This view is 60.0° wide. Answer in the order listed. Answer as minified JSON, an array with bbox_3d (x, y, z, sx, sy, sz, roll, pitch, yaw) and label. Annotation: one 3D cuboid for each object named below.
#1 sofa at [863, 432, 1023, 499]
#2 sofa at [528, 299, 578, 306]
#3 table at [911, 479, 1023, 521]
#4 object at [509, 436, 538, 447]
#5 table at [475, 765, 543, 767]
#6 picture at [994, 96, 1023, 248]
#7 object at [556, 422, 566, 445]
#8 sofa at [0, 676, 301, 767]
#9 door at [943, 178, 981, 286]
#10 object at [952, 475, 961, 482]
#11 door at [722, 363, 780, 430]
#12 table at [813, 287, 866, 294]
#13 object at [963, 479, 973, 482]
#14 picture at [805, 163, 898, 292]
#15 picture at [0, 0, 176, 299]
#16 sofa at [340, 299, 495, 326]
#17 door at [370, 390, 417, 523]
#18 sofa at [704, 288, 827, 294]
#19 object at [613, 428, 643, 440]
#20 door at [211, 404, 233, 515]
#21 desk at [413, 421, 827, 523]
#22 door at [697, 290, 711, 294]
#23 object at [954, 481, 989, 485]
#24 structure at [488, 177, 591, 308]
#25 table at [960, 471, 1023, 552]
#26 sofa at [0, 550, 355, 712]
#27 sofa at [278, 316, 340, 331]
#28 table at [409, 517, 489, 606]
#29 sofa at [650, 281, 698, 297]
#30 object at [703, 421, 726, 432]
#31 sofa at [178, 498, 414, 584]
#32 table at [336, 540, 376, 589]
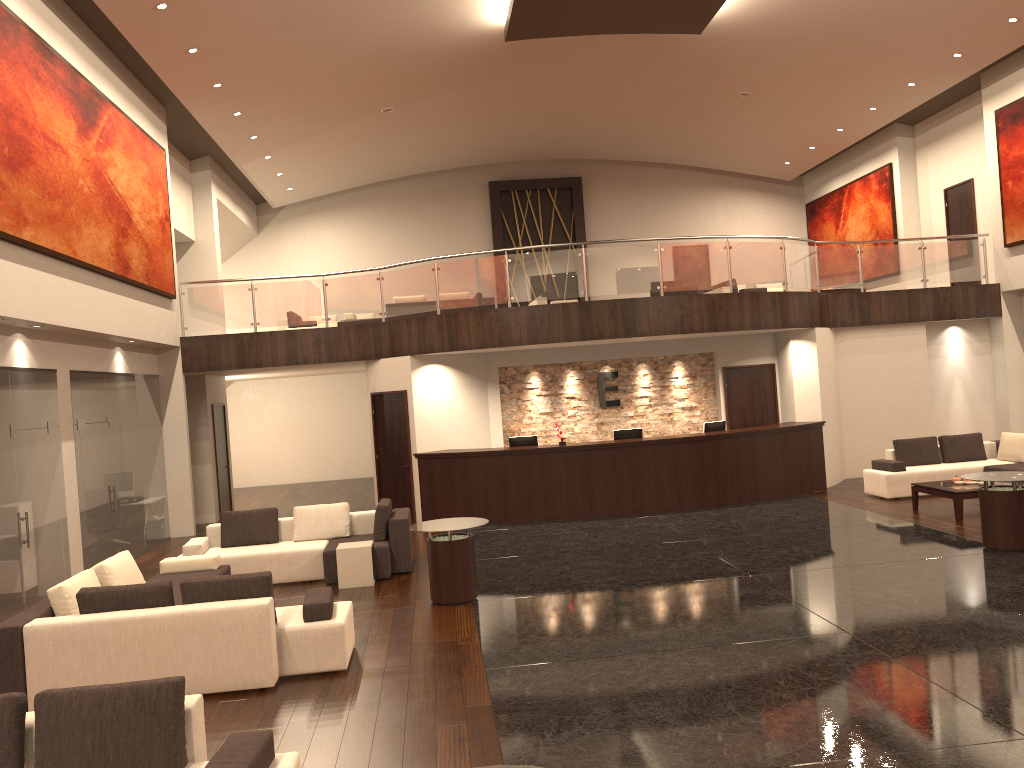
[{"bbox_3d":[7.072,1.262,13.041,2.586,0.862,3.366,-4,0,-5],"label":"sofa"},{"bbox_3d":[1.094,-1.734,21.147,1.291,0.862,2.846,-4,0,-5],"label":"sofa"},{"bbox_3d":[6.292,1.561,12.136,1.100,0.380,1.100,-4,0,-5],"label":"table"},{"bbox_3d":[0.200,1.111,14.726,0.483,0.485,0.189,-4,0,10],"label":"object"},{"bbox_3d":[-0.042,1.814,2.871,0.833,0.795,0.844,-4,0,-44],"label":"table"},{"bbox_3d":[9.282,-3.783,13.065,0.070,2.526,6.485,-4,0,-5],"label":"picture"},{"bbox_3d":[0.787,0.788,14.248,0.163,0.390,0.165,-4,0,2],"label":"object"},{"bbox_3d":[-2.239,1.942,3.027,2.586,0.862,3.366,-4,0,-5],"label":"sofa"},{"bbox_3d":[9.291,-3.017,18.281,0.104,2.232,0.990,-4,0,-5],"label":"door"},{"bbox_3d":[6.188,1.326,12.343,0.119,0.106,0.119,-4,0,18],"label":"object"},{"bbox_3d":[4.420,0.765,16.276,0.990,2.232,0.104,-4,0,-5],"label":"door"},{"bbox_3d":[7.385,-1.951,20.480,1.100,0.380,1.100,-4,0,-5],"label":"table"},{"bbox_3d":[6.282,1.319,12.221,0.119,0.106,0.119,-4,0,-23],"label":"object"},{"bbox_3d":[8.438,-3.723,22.263,0.070,2.526,4.515,-4,0,-5],"label":"picture"},{"bbox_3d":[-5.482,-2.706,11.704,0.070,2.526,6.485,-4,0,-5],"label":"picture"},{"bbox_3d":[-2.136,-1.498,20.223,3.366,0.862,2.586,-4,0,-5],"label":"sofa"},{"bbox_3d":[-2.029,1.238,15.194,0.104,2.232,0.990,-4,0,-45],"label":"door"},{"bbox_3d":[6.479,-2.126,21.493,3.366,0.862,2.586,-4,0,-5],"label":"sofa"},{"bbox_3d":[1.923,0.985,14.613,0.483,0.485,0.189,-4,0,-5],"label":"object"},{"bbox_3d":[-5.751,1.509,17.562,0.104,2.232,0.990,-4,0,-5],"label":"door"},{"bbox_3d":[1.963,1.477,14.796,7.146,1.171,1.674,-4,0,-4],"label":"desk"},{"bbox_3d":[4.996,-2.705,24.420,0.990,2.232,0.104,-4,0,-5],"label":"door"},{"bbox_3d":[6.264,1.355,12.089,0.437,0.040,0.154,-4,0,41],"label":"object"},{"bbox_3d":[0.772,-3.404,23.946,2.524,4.236,0.187,-4,0,-5],"label":"structure"},{"bbox_3d":[5.448,1.413,9.796,0.833,0.795,0.844,-4,0,34],"label":"table"},{"bbox_3d":[-2.745,1.978,8.353,2.586,0.862,3.366,-4,0,-5],"label":"sofa"},{"bbox_3d":[-3.865,-1.373,21.570,3.366,0.862,2.586,-4,0,-5],"label":"sofa"},{"bbox_3d":[-0.626,1.856,9.236,0.833,0.795,0.844,-4,0,34],"label":"table"},{"bbox_3d":[3.414,-1.903,21.236,1.291,0.862,2.846,-4,0,-5],"label":"sofa"},{"bbox_3d":[3.426,0.875,14.931,0.483,0.485,0.189,-4,0,-30],"label":"object"},{"bbox_3d":[-2.678,1.973,10.980,2.846,0.862,1.291,-4,0,-5],"label":"sofa"},{"bbox_3d":[-1.825,2.113,10.397,0.400,0.460,0.400,-4,0,-5],"label":"table"}]
